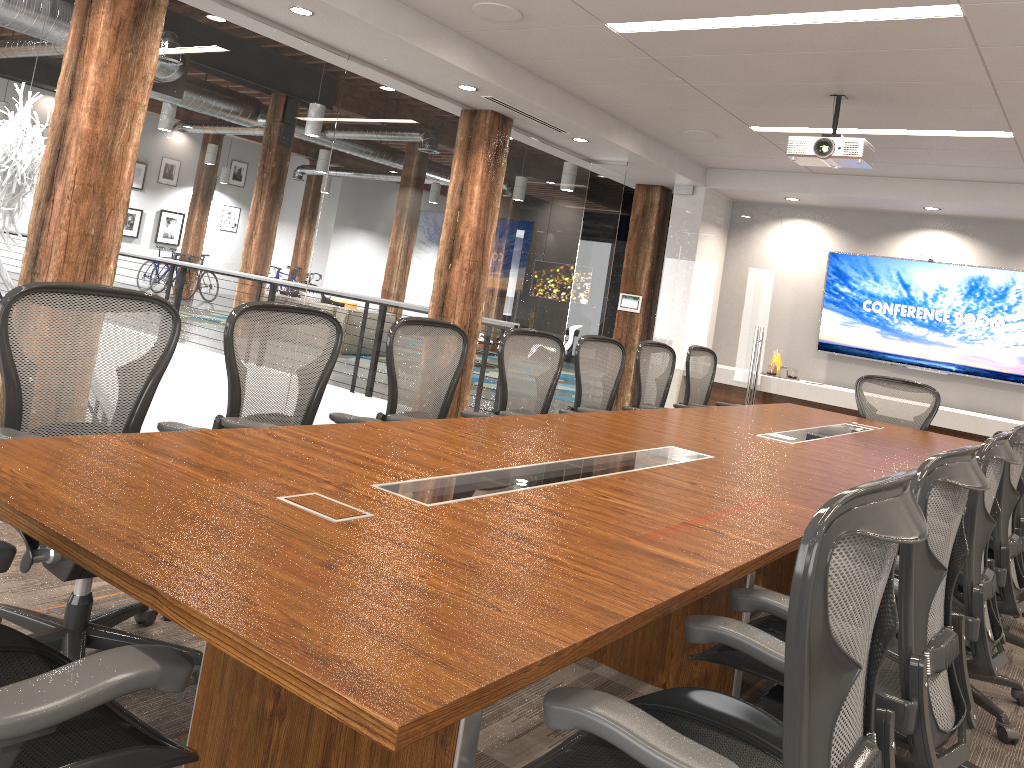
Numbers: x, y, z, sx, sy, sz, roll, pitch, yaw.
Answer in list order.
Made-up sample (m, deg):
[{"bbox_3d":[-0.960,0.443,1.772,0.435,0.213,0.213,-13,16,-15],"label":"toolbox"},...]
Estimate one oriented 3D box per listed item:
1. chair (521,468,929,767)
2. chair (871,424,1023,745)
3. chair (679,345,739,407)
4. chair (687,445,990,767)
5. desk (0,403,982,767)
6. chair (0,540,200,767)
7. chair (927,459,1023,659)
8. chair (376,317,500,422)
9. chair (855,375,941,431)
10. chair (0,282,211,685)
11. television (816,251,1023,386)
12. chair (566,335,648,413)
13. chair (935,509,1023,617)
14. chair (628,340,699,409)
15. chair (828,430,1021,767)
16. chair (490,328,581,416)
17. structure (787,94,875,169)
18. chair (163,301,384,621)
[{"bbox_3d":[0.300,0.632,1.428,0.801,1.101,0.757,8,-1,28],"label":"chair"},{"bbox_3d":[1.652,0.635,3.436,0.770,1.101,0.787,8,-1,36],"label":"chair"},{"bbox_3d":[1.568,0.304,6.429,0.771,1.101,0.786,8,-2,41],"label":"chair"},{"bbox_3d":[0.743,0.628,2.135,0.771,1.101,0.786,8,-1,34],"label":"chair"},{"bbox_3d":[0.942,0.646,3.816,1.423,0.758,5.956,11,6,34],"label":"desk"},{"bbox_3d":[-0.833,0.466,1.297,0.774,1.101,0.784,9,-1,8],"label":"chair"},{"bbox_3d":[2.131,0.647,4.038,0.800,1.101,0.758,9,-1,20],"label":"chair"},{"bbox_3d":[-0.241,0.291,3.828,0.769,1.101,0.789,8,-1,24],"label":"chair"},{"bbox_3d":[2.686,0.504,6.220,0.777,1.101,0.781,9,-1,18],"label":"chair"},{"bbox_3d":[-1.180,0.276,2.563,0.796,1.101,0.762,9,-1,8],"label":"chair"},{"bbox_3d":[3.910,-0.680,8.223,1.935,1.117,0.063,11,-3,35],"label":"television"},{"bbox_3d":[0.672,0.299,5.125,0.769,1.101,0.788,8,-1,27],"label":"chair"},{"bbox_3d":[2.581,0.645,4.739,0.786,1.101,0.771,10,-2,-45],"label":"chair"},{"bbox_3d":[1.098,0.292,5.831,0.799,1.101,0.759,9,-1,18],"label":"chair"},{"bbox_3d":[1.214,0.640,2.731,0.798,1.101,0.760,9,-1,16],"label":"chair"},{"bbox_3d":[0.218,0.293,4.500,0.800,1.101,0.758,9,-1,20],"label":"chair"},{"bbox_3d":[2.044,-1.617,5.541,0.466,0.460,0.312,9,-1,35],"label":"structure"},{"bbox_3d":[-0.754,0.272,3.242,0.798,1.101,0.759,9,-1,16],"label":"chair"}]
